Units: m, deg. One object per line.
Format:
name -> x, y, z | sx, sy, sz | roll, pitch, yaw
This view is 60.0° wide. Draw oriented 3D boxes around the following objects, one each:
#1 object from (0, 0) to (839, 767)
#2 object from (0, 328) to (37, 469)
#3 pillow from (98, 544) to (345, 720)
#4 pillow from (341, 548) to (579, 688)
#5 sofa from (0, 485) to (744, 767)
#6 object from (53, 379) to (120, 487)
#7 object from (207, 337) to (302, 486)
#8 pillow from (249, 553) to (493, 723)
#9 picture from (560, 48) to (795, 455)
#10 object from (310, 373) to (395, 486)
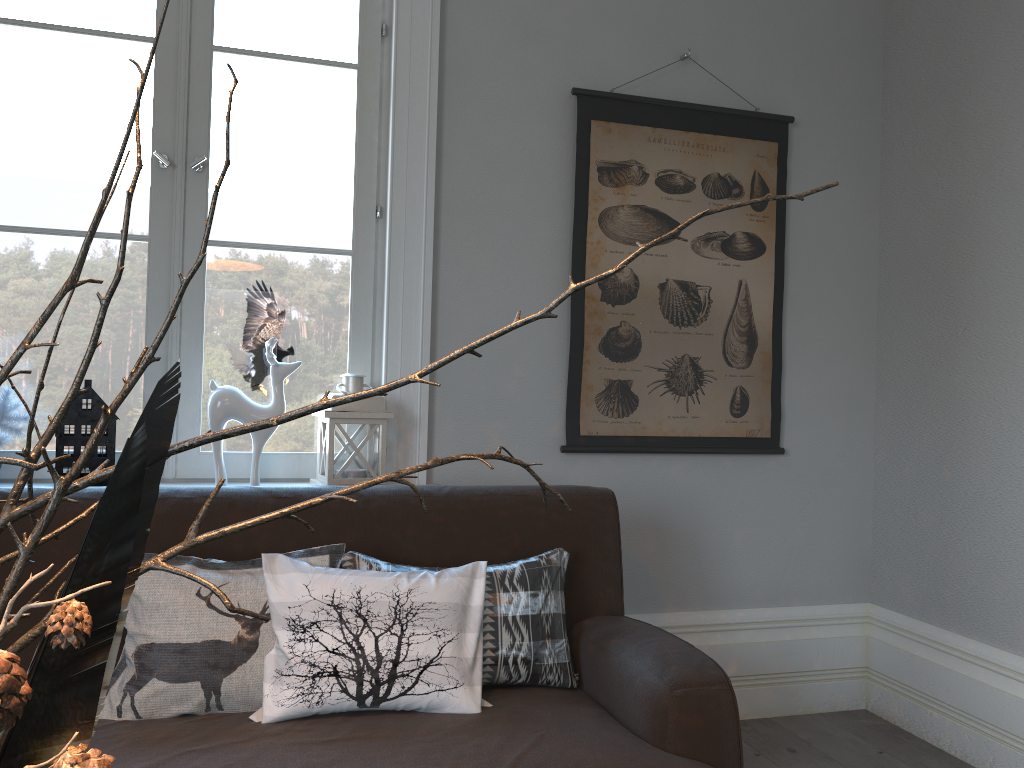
object -> -0.209, 0.040, 0.423 | 0.525, 1.066, 0.853 | 1, -1, 44
object -> -1.375, 0.051, 2.244 | 0.263, 0.424, 0.247 | 1, -1, 19
pillow -> -0.570, 0.491, 1.735 | 0.472, 0.348, 0.159 | 2, -1, -19
pillow -> -0.108, 0.509, 1.910 | 0.542, 0.288, 0.183 | 2, -1, -15
sofa -> -0.689, 0.643, 1.628 | 2.165, 0.825, 0.968 | 2, -1, -17
object -> -1.118, 0.130, 2.328 | 0.155, 0.284, 0.155 | 2, -1, -27
object -> -0.690, 0.079, 2.372 | 0.239, 0.410, 0.128 | 2, -1, -20
pillow -> -0.269, 0.491, 1.746 | 0.471, 0.309, 0.188 | 2, -1, -16
picture -> 0.549, -0.431, 2.874 | 0.793, 1.313, 0.057 | 2, -1, -17
object -> -0.452, 0.131, 2.503 | 0.193, 0.322, 0.193 | 2, -1, -23
